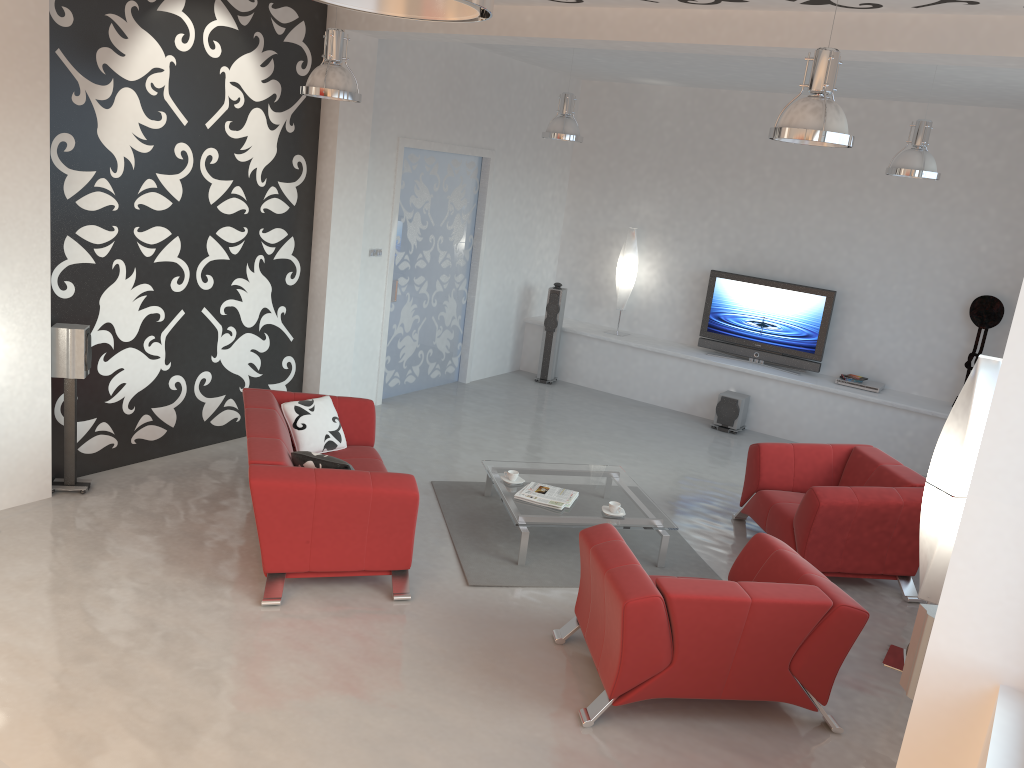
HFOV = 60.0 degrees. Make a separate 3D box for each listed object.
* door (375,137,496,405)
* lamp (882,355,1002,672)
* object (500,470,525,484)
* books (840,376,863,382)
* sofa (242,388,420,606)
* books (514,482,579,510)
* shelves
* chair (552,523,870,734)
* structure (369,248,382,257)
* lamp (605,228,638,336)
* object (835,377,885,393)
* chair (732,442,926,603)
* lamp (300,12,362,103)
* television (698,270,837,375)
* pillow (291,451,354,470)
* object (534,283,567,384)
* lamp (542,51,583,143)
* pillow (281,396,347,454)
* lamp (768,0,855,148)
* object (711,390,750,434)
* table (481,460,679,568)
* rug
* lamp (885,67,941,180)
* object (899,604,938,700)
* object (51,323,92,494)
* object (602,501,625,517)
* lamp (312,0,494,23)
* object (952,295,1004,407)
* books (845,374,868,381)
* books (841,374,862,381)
[{"bbox_3d":[-0.847,-1.158,9.103,0.240,2.550,1.600,15,16,30],"label":"door"},{"bbox_3d":[2.364,0.722,4.787,0.313,1.779,0.313,13,15,22],"label":"lamp"},{"bbox_3d":[0.007,0.651,6.228,0.153,0.069,0.153,-2,16,-32],"label":"object"},{"bbox_3d":[3.522,-0.052,9.211,0.190,0.015,0.135,6,14,-4],"label":"books"},{"bbox_3d":[-1.223,0.597,5.659,0.951,0.738,1.929,2,15,-19],"label":"sofa"},{"bbox_3d":[0.249,0.754,6.010,0.367,0.035,0.345,12,15,20],"label":"books"},{"bbox_3d":[2.621,-0.189,9.658,5.500,0.050,0.650,15,16,30],"label":"shelves"},{"bbox_3d":[0.950,1.175,4.431,1.288,0.738,0.951,5,14,-9],"label":"chair"},{"bbox_3d":[-1.255,-1.210,8.174,0.016,0.080,0.170,15,16,30],"label":"structure"},{"bbox_3d":[1.321,-1.196,10.359,0.263,1.239,0.263,13,15,22],"label":"lamp"},{"bbox_3d":[3.612,-0.006,9.193,0.430,0.045,0.352,15,16,30],"label":"object"},{"bbox_3d":[2.259,0.883,6.252,0.951,0.738,1.288,5,14,-9],"label":"chair"},{"bbox_3d":[-1.094,-2.187,5.496,0.379,0.800,0.379,13,15,23],"label":"lamp"},{"bbox_3d":[2.737,-0.674,9.641,1.356,0.919,0.343,15,16,30],"label":"television"},{"bbox_3d":[-1.064,0.555,5.172,0.402,0.343,0.288,13,15,23],"label":"pillow"},{"bbox_3d":[0.471,-0.603,10.378,0.255,1.184,0.273,11,14,15],"label":"object"},{"bbox_3d":[0.506,-2.613,7.998,0.379,0.800,0.379,14,16,26],"label":"lamp"},{"bbox_3d":[-1.356,0.289,6.088,0.288,0.343,0.402,18,18,37],"label":"pillow"},{"bbox_3d":[1.425,-1.499,4.002,0.379,0.800,0.379,-1,16,-29],"label":"lamp"},{"bbox_3d":[2.318,0.297,9.382,0.336,0.374,0.337,15,16,30],"label":"object"},{"bbox_3d":[0.412,0.888,6.221,1.097,0.286,1.162,4,14,-14],"label":"table"},{"bbox_3d":[0.382,1.027,6.253,1.700,0.025,1.700,4,14,-14],"label":"rug"},{"bbox_3d":[3.025,-1.925,6.503,0.379,0.800,0.379,2,15,-19],"label":"lamp"},{"bbox_3d":[1.462,1.350,3.211,0.214,1.112,0.229,6,14,-4],"label":"object"},{"bbox_3d":[-2.875,0.168,5.774,0.229,1.112,0.214,4,14,-14],"label":"object"},{"bbox_3d":[0.676,0.823,5.874,0.153,0.069,0.153,6,14,-3],"label":"object"},{"bbox_3d":[-0.175,-1.073,1.500,0.379,0.800,0.379,8,14,2],"label":"lamp"},{"bbox_3d":[4.498,-0.298,8.579,0.108,1.130,0.331,-2,17,-33],"label":"object"},{"bbox_3d":[3.567,-0.069,9.177,0.190,0.015,0.135,19,18,39],"label":"books"},{"bbox_3d":[3.525,-0.067,9.210,0.190,0.015,0.135,10,14,10],"label":"books"}]
